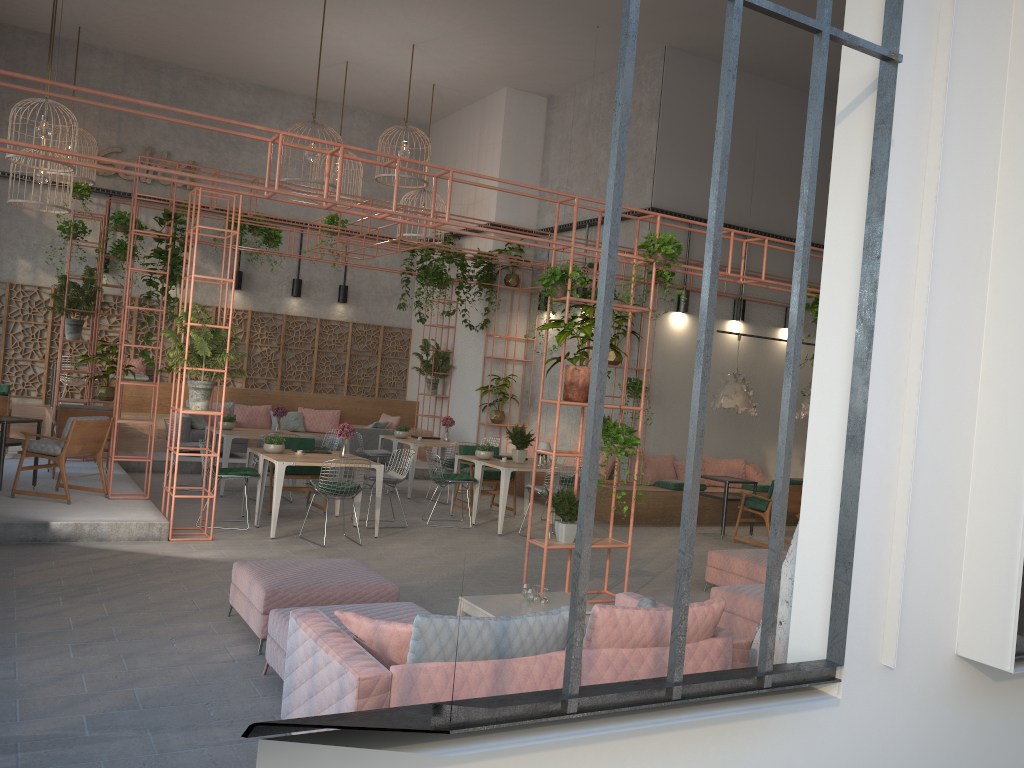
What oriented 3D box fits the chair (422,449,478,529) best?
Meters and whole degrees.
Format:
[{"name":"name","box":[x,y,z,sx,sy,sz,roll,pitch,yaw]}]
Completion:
[{"name":"chair","box":[-0.799,1.329,11.387,0.717,0.941,0.565,5,0,-13]}]

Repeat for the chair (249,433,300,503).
[{"name":"chair","box":[-3.261,1.109,12.081,0.565,0.941,0.717,5,0,-33]}]

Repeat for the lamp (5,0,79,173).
[{"name":"lamp","box":[-6.573,-4.861,12.663,0.883,3.476,0.883,5,0,23]}]

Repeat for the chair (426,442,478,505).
[{"name":"chair","box":[-0.894,1.316,13.437,0.565,0.941,0.717,5,0,-33]}]

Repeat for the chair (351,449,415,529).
[{"name":"chair","box":[-1.597,1.260,10.920,0.717,0.941,0.565,5,0,-28]}]

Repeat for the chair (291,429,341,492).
[{"name":"chair","box":[-2.956,1.133,13.411,0.717,0.941,0.565,5,0,-28]}]

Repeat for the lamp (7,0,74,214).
[{"name":"lamp","box":[-7.249,-4.488,13.890,0.883,3.476,0.883,5,0,23]}]

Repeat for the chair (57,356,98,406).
[{"name":"chair","box":[-6.881,0.034,14.012,0.565,0.941,0.717,5,0,-21]}]

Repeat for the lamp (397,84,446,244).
[{"name":"lamp","box":[-1.565,-4.426,16.600,0.883,3.476,0.883,5,0,23]}]

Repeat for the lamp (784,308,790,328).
[{"name":"lamp","box":[4.848,-1.665,15.273,0.179,1.425,0.185,5,0,-30]}]

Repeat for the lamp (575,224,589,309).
[{"name":"lamp","box":[1.219,-1.987,14.986,0.185,1.425,0.179,5,0,-30]}]

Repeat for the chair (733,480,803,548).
[{"name":"chair","box":[3.491,1.720,11.843,0.722,0.929,0.685,5,0,-30]}]

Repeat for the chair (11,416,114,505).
[{"name":"chair","box":[-4.883,0.790,9.697,0.685,0.914,0.722,5,0,10]}]

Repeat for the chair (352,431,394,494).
[{"name":"chair","box":[-2.192,1.200,13.839,0.717,0.941,0.565,5,0,-13]}]

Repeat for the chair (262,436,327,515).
[{"name":"chair","box":[-2.784,1.158,11.302,0.722,0.917,0.685,5,0,-30]}]

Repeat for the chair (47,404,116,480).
[{"name":"chair","box":[-5.520,0.722,11.402,0.722,0.929,0.685,5,0,-30]}]

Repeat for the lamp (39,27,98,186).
[{"name":"lamp","box":[-7.492,-5.235,15.237,0.883,3.476,0.883,5,0,23]}]

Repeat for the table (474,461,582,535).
[{"name":"table","box":[0.231,1.466,11.412,1.214,0.830,0.694,5,0,-30]}]

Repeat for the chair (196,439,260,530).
[{"name":"chair","box":[-3.200,1.119,9.993,0.717,0.941,0.565,5,0,-13]}]

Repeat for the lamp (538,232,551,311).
[{"name":"lamp","box":[0.623,-2.043,16.036,0.185,1.425,0.179,5,0,-30]}]

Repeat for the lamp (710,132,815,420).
[{"name":"lamp","box":[4.882,-1.440,13.551,4.456,4.052,0.704,5,0,-30]}]

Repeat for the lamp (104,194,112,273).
[{"name":"lamp","box":[-7.411,-2.751,16.202,0.185,1.436,0.185,5,0,11]}]

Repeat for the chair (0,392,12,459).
[{"name":"chair","box":[-7.464,0.546,12.473,0.722,0.929,0.685,5,0,-30]}]

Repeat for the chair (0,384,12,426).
[{"name":"chair","box":[-8.432,0.456,14.178,0.722,0.929,0.685,5,0,-30]}]

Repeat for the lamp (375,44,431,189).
[{"name":"lamp","box":[-1.673,-5.069,14.692,0.883,3.476,0.883,5,0,23]}]

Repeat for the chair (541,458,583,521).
[{"name":"chair","box":[0.803,1.469,12.314,0.717,0.941,0.565,5,0,-28]}]

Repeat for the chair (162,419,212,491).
[{"name":"chair","box":[-4.559,0.993,12.484,0.717,0.941,0.565,5,0,-13]}]

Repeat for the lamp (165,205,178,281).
[{"name":"lamp","box":[-6.403,-2.663,16.779,0.185,1.436,0.185,5,0,11]}]

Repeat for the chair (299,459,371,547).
[{"name":"chair","box":[-1.901,1.236,9.590,0.565,0.941,0.717,5,0,-33]}]

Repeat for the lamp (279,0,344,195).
[{"name":"lamp","box":[-2.730,-4.520,12.613,0.883,3.476,0.883,5,0,23]}]

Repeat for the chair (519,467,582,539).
[{"name":"chair","box":[0.499,1.446,10.984,0.565,0.941,0.717,5,0,-33]}]

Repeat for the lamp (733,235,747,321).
[{"name":"lamp","box":[3.812,-1.756,14.680,0.179,1.425,0.185,5,0,-30]}]

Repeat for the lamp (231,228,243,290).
[{"name":"lamp","box":[-5.343,-2.570,17.386,0.185,1.436,0.185,5,0,11]}]

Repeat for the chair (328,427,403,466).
[{"name":"chair","box":[-2.664,1.087,16.137,1.052,0.672,1.127,5,0,-30]}]

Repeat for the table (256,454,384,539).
[{"name":"table","box":[-2.171,1.268,10.017,1.214,0.830,0.694,5,0,-30]}]

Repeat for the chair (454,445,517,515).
[{"name":"chair","box":[-0.384,1.368,12.696,0.722,0.917,0.685,5,0,-30]}]

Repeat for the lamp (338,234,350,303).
[{"name":"lamp","box":[-3.468,-2.406,18.460,0.179,1.436,0.185,5,0,-30]}]

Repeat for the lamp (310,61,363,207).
[{"name":"lamp","box":[-2.993,-4.970,15.786,0.883,3.476,0.883,5,0,23]}]

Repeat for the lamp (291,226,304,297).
[{"name":"lamp","box":[-4.315,-2.480,17.975,0.185,1.436,0.185,5,0,11]}]

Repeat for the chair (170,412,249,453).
[{"name":"chair","box":[-5.178,0.822,15.164,1.127,0.586,1.056,5,0,-30]}]

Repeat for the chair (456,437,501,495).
[{"name":"chair","box":[-0.589,1.340,14.766,0.717,0.941,0.565,5,0,-28]}]

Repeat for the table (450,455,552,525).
[{"name":"table","box":[-0.116,1.433,12.015,1.205,0.830,0.694,5,0,-30]}]

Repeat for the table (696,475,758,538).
[{"name":"table","box":[3.033,1.745,12.656,0.602,0.798,0.635,5,0,-30]}]

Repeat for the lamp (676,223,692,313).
[{"name":"lamp","box":[2.766,-1.848,14.081,0.179,1.425,0.185,5,0,-30]}]

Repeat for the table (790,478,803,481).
[{"name":"table","box":[4.551,1.878,13.526,0.602,0.798,0.635,5,0,-30]}]
